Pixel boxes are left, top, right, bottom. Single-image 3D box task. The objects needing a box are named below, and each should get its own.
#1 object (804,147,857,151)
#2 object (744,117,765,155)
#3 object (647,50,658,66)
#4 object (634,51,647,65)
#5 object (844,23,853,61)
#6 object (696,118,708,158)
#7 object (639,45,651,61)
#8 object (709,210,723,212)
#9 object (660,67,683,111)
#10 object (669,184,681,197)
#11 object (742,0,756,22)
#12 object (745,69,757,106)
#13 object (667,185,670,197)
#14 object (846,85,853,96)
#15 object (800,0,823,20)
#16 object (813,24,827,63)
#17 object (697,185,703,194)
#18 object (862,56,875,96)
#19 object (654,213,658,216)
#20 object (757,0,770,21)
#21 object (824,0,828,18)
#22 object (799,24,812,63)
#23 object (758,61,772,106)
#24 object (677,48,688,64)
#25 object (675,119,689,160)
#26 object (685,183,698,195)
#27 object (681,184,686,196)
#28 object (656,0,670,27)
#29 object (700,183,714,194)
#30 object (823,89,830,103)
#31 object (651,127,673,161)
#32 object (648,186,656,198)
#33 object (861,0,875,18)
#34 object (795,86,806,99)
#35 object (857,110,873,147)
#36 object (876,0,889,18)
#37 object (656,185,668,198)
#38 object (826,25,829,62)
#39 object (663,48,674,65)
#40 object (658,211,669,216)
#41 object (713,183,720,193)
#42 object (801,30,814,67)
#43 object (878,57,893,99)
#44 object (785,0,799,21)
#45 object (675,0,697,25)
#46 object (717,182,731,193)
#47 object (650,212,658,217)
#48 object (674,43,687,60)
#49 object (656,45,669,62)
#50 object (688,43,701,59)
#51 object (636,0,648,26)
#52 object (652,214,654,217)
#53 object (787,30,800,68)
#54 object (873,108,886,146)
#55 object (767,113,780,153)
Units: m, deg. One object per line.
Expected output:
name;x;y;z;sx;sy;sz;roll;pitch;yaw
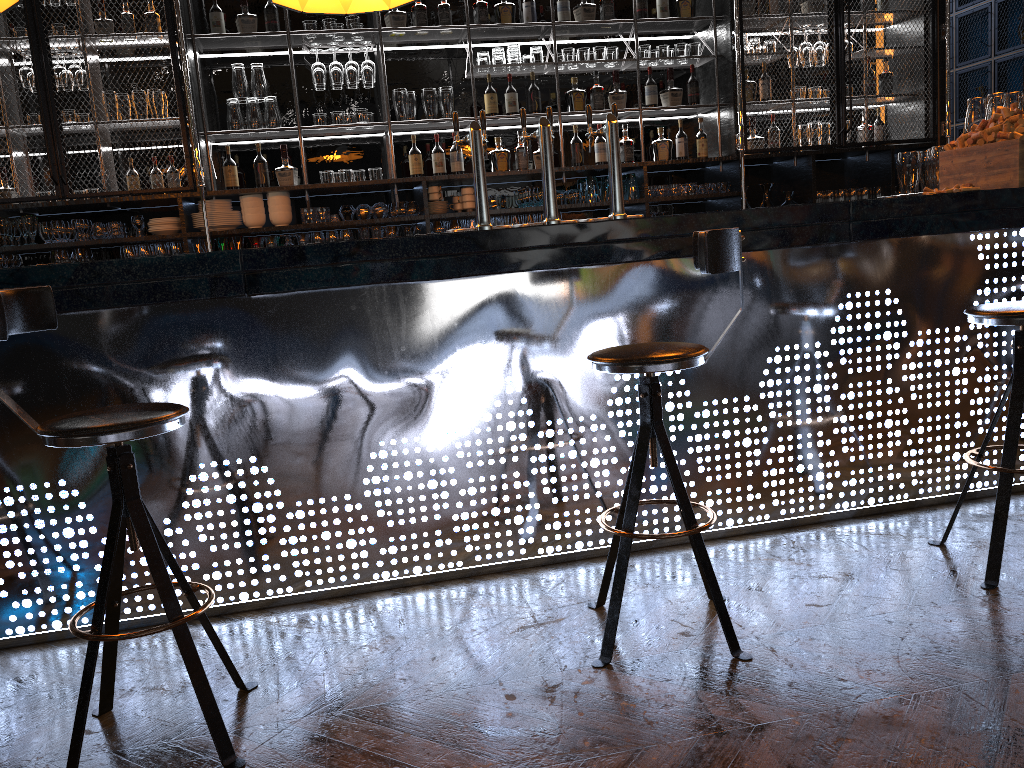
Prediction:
object;2.275;-1.684;6.408;0.437;0.019;0.273;-6;9;-11
object;1.718;-1.756;6.323;0.123;0.279;0.123;-8;10;-22
object;0.988;-2.287;6.225;0.089;0.092;0.089;-9;10;-25
object;0.898;-2.272;6.173;0.089;0.092;0.089;1;11;33
object;2.364;-2.421;6.284;0.092;0.244;0.092;-7;9;-16
object;1.338;-1.724;6.262;0.080;0.299;0.080;-6;9;-9
object;0.903;-2.250;6.033;0.089;0.092;0.089;-9;10;-25
object;1.418;-1.127;6.169;0.107;0.152;0.107;-2;9;14
object;1.104;-2.048;6.153;0.123;0.279;0.123;-8;10;-22
object;1.117;-1.324;6.069;0.084;0.082;0.084;-4;9;7
object;1.620;-2.673;6.172;0.123;0.279;0.123;-5;9;-2
object;1.654;-2.097;6.275;0.151;0.248;0.094;-5;9;-2
object;1.115;-1.339;6.167;0.084;0.082;0.084;-2;9;16
object;2.410;-2.101;6.389;0.089;0.092;0.089;-9;10;-26
object;2.123;-2.734;6.285;0.123;0.279;0.123;-6;9;-7
object;2.166;-2.399;6.246;0.092;0.244;0.092;-7;9;-16
object;1.337;-1.365;6.247;0.088;0.070;0.098;-3;9;12
object;2.596;-2.231;6.457;0.086;0.299;0.086;2;11;37
object;1.008;-1.112;6.222;0.089;0.174;0.089;3;12;39
object;1.762;-2.702;6.215;0.086;0.297;0.086;2;11;37
object;2.277;-2.754;6.313;0.083;0.282;0.083;-9;10;-26
object;2.059;-2.387;6.225;0.092;0.244;0.092;-7;9;-16
object;1.800;-2.140;6.314;0.086;0.298;0.086;2;11;37
object;1.200;-2.310;6.253;0.089;0.092;0.089;0;10;28
object;1.193;-1.710;6.248;0.086;0.298;0.086;2;11;37
object;1.233;-1.338;6.091;0.084;0.082;0.084;-10;10;-28
object;1.196;-1.349;6.183;0.084;0.082;0.084;-5;9;-5
object;1.034;-2.625;6.103;0.086;0.298;0.086;2;11;37
object;1.355;-1.352;6.153;0.088;0.070;0.098;-1;10;24
object;2.331;-2.114;6.510;0.089;0.092;0.089;-9;10;-26
object;1.048;-1.667;6.209;0.151;0.248;0.094;-5;9;-2
object;0.941;-1.305;6.039;0.084;0.082;0.084;-8;10;-18
object;2.552;-2.784;6.366;0.083;0.282;0.083;-4;9;4
object;2.032;-2.052;6.275;0.089;0.092;0.089;-9;10;-26
object;2.588;-1.860;6.505;0.083;0.282;0.083;-9;10;-26
object;2.683;-2.812;6.417;0.086;0.298;0.086;4;12;42
object;1.021;-1.313;6.052;0.084;0.082;0.084;-6;9;-10
object;2.263;-2.410;6.264;0.092;0.244;0.092;-7;9;-16
object;1.095;-2.296;6.221;0.089;0.092;0.089;-9;10;-25
object;1.049;-1.101;6.132;0.089;0.174;0.089;3;12;39
object;1.442;-1.369;6.218;0.098;0.070;0.088;-2;9;16
object;2.133;-2.422;6.406;0.092;0.244;0.092;-7;9;-16
object;2.730;-2.237;6.481;0.083;0.282;0.083;-5;9;-1
object;1.971;-2.719;6.253;0.083;0.282;0.083;-6;9;-11
object;1.198;-2.612;6.106;0.151;0.248;0.094;-2;9;17
object;1.464;-1.356;6.123;0.088;0.070;0.098;-5;9;-1
object;0.956;-1.081;6.054;0.089;0.174;0.089;3;12;39
object;1.159;-2.278;6.074;0.089;0.092;0.089;0;10;28
object;1.038;-2.270;6.089;0.089;0.092;0.089;-7;9;-12
object;1.255;-2.290;6.099;0.089;0.092;0.089;-9;10;-25
object;0.879;-2.603;6.044;0.086;0.299;0.086;2;11;37
object;1.002;-1.127;6.319;0.089;0.174;0.089;3;12;39
object;2.025;-2.410;6.385;0.092;0.244;0.092;-7;9;-16
object;2.706;-1.882;6.541;0.086;0.298;0.086;2;11;37
object;1.879;-1.788;6.370;0.086;0.299;0.086;2;11;37
